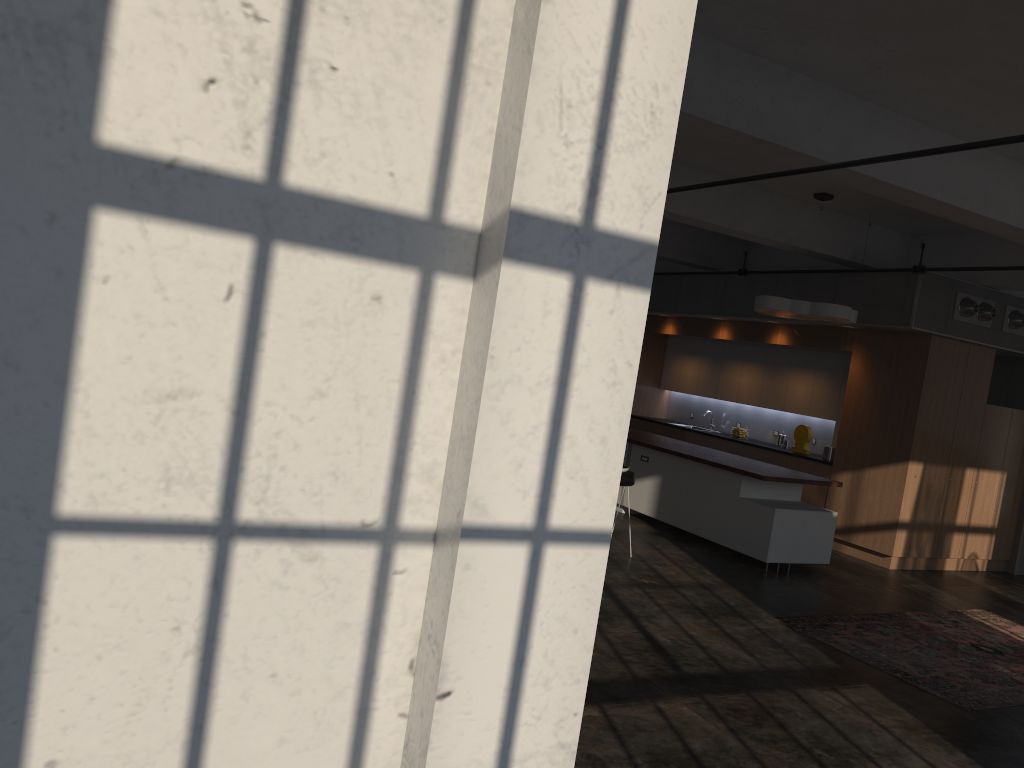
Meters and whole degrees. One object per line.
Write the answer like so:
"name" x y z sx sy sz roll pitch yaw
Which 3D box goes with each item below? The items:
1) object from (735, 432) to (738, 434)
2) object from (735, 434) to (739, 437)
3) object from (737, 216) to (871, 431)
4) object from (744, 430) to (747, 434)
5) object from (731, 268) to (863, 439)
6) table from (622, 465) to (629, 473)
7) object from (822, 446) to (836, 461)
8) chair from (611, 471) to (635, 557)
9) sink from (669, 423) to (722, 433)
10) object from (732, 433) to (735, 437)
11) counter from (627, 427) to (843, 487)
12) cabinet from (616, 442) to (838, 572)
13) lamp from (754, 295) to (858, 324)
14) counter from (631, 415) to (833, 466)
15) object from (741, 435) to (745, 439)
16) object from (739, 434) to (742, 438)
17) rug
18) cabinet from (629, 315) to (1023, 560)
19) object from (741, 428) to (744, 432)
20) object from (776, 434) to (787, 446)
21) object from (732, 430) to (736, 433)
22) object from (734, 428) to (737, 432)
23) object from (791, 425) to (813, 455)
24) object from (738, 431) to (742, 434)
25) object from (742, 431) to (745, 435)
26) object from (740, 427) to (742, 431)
"object" 3.312 0.737 13.107 0.061 0.053 0.053 11 4 43
"object" 3.306 0.760 13.023 0.062 0.053 0.052 6 4 -41
"object" 3.329 0.671 12.994 0.058 0.060 0.052 8 3 -6
"object" 3.433 0.704 13.045 0.052 0.052 0.062 10 3 19
"object" 1.814 0.748 19.316 0.962 1.215 12.999 8 2 -17
"table" 0.508 1.137 7.957 0.844 0.952 0.812 7 3 -29
"object" 4.053 0.887 11.266 0.188 0.170 0.193 10 3 20
"chair" 0.898 1.264 8.553 0.453 0.896 0.516 11 4 38
"sink" 2.819 0.773 13.804 0.533 0.192 0.715 8 3 -29
"object" 3.651 -0.275 11.611 0.058 2.311 2.893 8 3 -9
"counter" 1.434 1.114 12.005 1.164 0.972 6.523 7 3 -28
"cabinet" 1.696 1.206 11.473 0.940 0.931 5.536 7 3 -28
"lamp" 3.186 -0.793 9.621 1.066 0.130 1.020 10 2 17
"counter" 3.656 0.853 13.249 1.638 0.039 4.371 8 3 -28
"object" 3.395 0.773 13.026 0.072 0.063 0.065 10 3 26
"object" 3.348 0.762 12.986 0.051 0.057 0.060 9 3 8
"rug" 3.741 2.135 7.136 2.940 0.029 1.818 8 3 -29
"cabinet" 3.717 0.407 14.061 2.425 2.564 7.945 7 3 -28
"object" 3.382 0.675 12.992 0.064 0.051 0.052 7 3 -36
"object" 3.832 0.781 12.557 0.061 0.210 0.141 7 3 -28
"object" 2.534 -0.540 13.703 2.361 2.230 0.054 11 4 36
"object" 1.512 -0.777 15.648 0.054 2.171 6.717 6 3 -37
"object" 3.898 0.738 11.876 0.101 0.381 0.269 7 3 -28
"object" 2.157 -0.786 18.548 0.062 2.212 11.670 8 2 -14
"object" 3.389 0.721 13.011 0.053 0.053 0.061 8 3 -22
"object" 0.861 -0.947 16.959 0.060 2.166 9.690 7 3 -34
